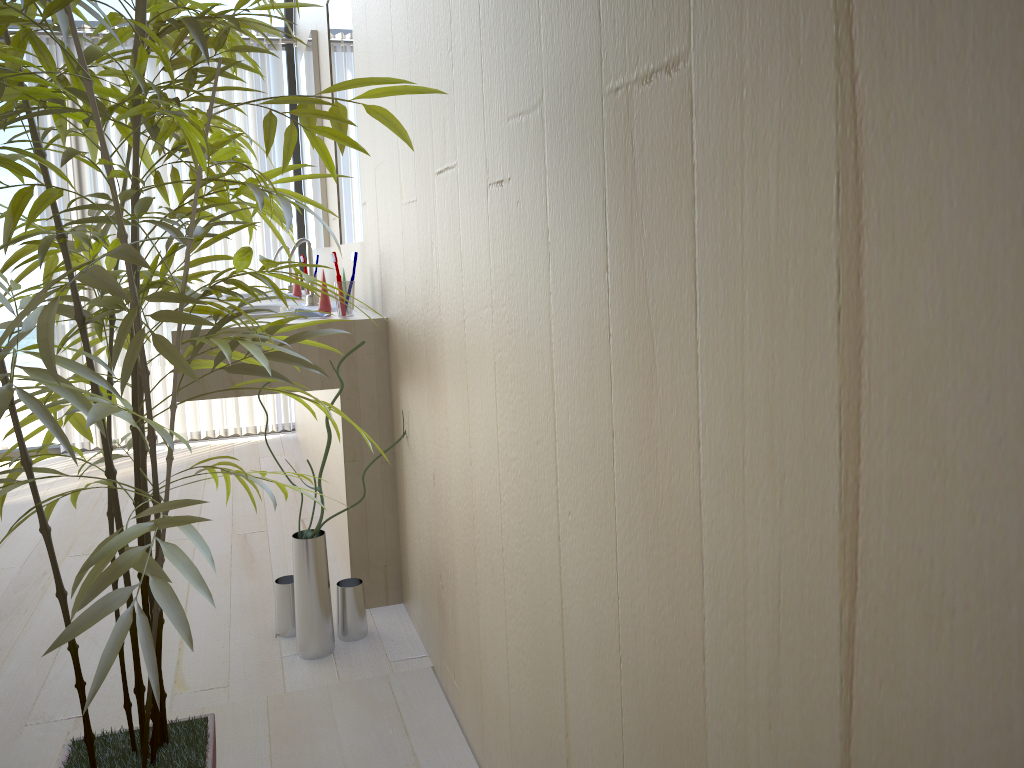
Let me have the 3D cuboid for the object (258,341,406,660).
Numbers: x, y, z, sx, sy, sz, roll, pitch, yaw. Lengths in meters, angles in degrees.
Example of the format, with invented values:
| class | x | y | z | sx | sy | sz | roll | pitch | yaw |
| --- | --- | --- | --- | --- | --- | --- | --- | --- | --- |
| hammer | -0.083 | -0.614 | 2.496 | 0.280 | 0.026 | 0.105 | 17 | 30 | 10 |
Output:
| class | x | y | z | sx | sy | sz | roll | pitch | yaw |
| --- | --- | --- | --- | --- | --- | --- | --- | --- | --- |
| object | -0.404 | 0.264 | 2.187 | 0.408 | 0.745 | 0.275 | -6 | 7 | -29 |

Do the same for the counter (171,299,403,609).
| class | x | y | z | sx | sy | sz | roll | pitch | yaw |
| --- | --- | --- | --- | --- | --- | --- | --- | --- | --- |
| counter | -0.733 | 0.159 | 2.855 | 0.551 | 0.786 | 1.212 | -4 | 8 | -17 |

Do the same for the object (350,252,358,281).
| class | x | y | z | sx | sy | sz | roll | pitch | yaw |
| --- | --- | --- | --- | --- | --- | --- | --- | --- | --- |
| object | -0.443 | -0.272 | 2.413 | 0.054 | 0.174 | 0.012 | -2 | 5 | 8 |

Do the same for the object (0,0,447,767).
| class | x | y | z | sx | sy | sz | roll | pitch | yaw |
| --- | --- | --- | --- | --- | --- | --- | --- | --- | --- |
| object | -0.472 | -0.087 | 1.152 | 0.786 | 1.746 | 0.941 | -2 | 6 | 8 |

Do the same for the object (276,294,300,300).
| class | x | y | z | sx | sy | sz | roll | pitch | yaw |
| --- | --- | --- | --- | --- | --- | --- | --- | --- | --- |
| object | -0.905 | -0.354 | 3.566 | 0.104 | 0.029 | 0.033 | 1 | 8 | 23 |

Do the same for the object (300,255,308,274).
| class | x | y | z | sx | sy | sz | roll | pitch | yaw |
| --- | --- | --- | --- | --- | --- | --- | --- | --- | --- |
| object | -0.825 | -0.427 | 3.537 | 0.012 | 0.177 | 0.050 | 0 | 6 | 22 |

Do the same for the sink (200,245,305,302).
| class | x | y | z | sx | sy | sz | roll | pitch | yaw |
| --- | --- | --- | --- | --- | --- | --- | --- | --- | --- |
| sink | -1.141 | -0.402 | 3.920 | 0.504 | 0.417 | 0.577 | -4 | 8 | -13 |

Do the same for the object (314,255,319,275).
| class | x | y | z | sx | sy | sz | roll | pitch | yaw |
| --- | --- | --- | --- | --- | --- | --- | --- | --- | --- |
| object | -0.799 | -0.431 | 3.562 | 0.054 | 0.174 | 0.012 | -2 | 5 | 8 |

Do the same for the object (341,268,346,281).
| class | x | y | z | sx | sy | sz | roll | pitch | yaw |
| --- | --- | --- | --- | --- | --- | --- | --- | --- | --- |
| object | -0.493 | -0.273 | 2.597 | 0.039 | 0.134 | 0.039 | 0 | 6 | 24 |

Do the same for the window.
| class | x | y | z | sx | sy | sz | roll | pitch | yaw |
| --- | --- | --- | --- | --- | --- | --- | --- | --- | --- |
| window | -3.216 | -0.915 | 3.792 | 4.566 | 2.798 | 0.748 | -5 | 6 | -17 |

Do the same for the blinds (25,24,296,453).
| class | x | y | z | sx | sy | sz | roll | pitch | yaw |
| --- | --- | --- | --- | --- | --- | --- | --- | --- | --- |
| blinds | -1.714 | -0.737 | 4.478 | 1.184 | 2.059 | 0.084 | -4 | 6 | -17 |

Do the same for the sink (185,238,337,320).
| class | x | y | z | sx | sy | sz | roll | pitch | yaw |
| --- | --- | --- | --- | --- | --- | --- | --- | --- | --- |
| sink | -0.785 | -0.242 | 2.771 | 0.504 | 0.417 | 0.577 | -4 | 8 | -13 |

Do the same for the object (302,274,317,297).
| class | x | y | z | sx | sy | sz | roll | pitch | yaw |
| --- | --- | --- | --- | --- | --- | --- | --- | --- | --- |
| object | -0.812 | -0.390 | 3.569 | 0.058 | 0.099 | 0.059 | -3 | 6 | -10 |

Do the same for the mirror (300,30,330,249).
| class | x | y | z | sx | sy | sz | roll | pitch | yaw |
| --- | --- | --- | --- | --- | --- | --- | --- | --- | --- |
| mirror | -0.873 | -1.033 | 3.900 | 0.023 | 0.863 | 0.657 | -4 | 7 | -17 |

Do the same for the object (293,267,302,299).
| class | x | y | z | sx | sy | sz | roll | pitch | yaw |
| --- | --- | --- | --- | --- | --- | --- | --- | --- | --- |
| object | -0.885 | -0.415 | 3.638 | 0.039 | 0.134 | 0.039 | 1 | 6 | 32 |

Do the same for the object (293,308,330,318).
| class | x | y | z | sx | sy | sz | roll | pitch | yaw |
| --- | --- | --- | --- | --- | --- | --- | --- | --- | --- |
| object | -0.549 | -0.194 | 2.417 | 0.104 | 0.029 | 0.033 | 1 | 8 | 23 |

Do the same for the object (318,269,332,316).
| class | x | y | z | sx | sy | sz | roll | pitch | yaw |
| --- | --- | --- | --- | --- | --- | --- | --- | --- | --- |
| object | -0.529 | -0.256 | 2.489 | 0.039 | 0.134 | 0.039 | 0 | 6 | 24 |

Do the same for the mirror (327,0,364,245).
| class | x | y | z | sx | sy | sz | roll | pitch | yaw |
| --- | --- | --- | --- | --- | --- | --- | --- | --- | --- |
| mirror | -0.541 | -0.898 | 2.921 | 0.023 | 0.863 | 0.657 | -4 | 7 | -17 |

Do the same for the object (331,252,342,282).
| class | x | y | z | sx | sy | sz | roll | pitch | yaw |
| --- | --- | --- | --- | --- | --- | --- | --- | --- | --- |
| object | -0.469 | -0.268 | 2.389 | 0.012 | 0.177 | 0.050 | 0 | 6 | 22 |

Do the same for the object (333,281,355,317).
| class | x | y | z | sx | sy | sz | roll | pitch | yaw |
| --- | --- | --- | --- | --- | --- | --- | --- | --- | --- |
| object | -0.456 | -0.231 | 2.420 | 0.058 | 0.099 | 0.059 | -3 | 6 | -7 |

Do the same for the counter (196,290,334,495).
| class | x | y | z | sx | sy | sz | roll | pitch | yaw |
| --- | --- | --- | --- | --- | --- | --- | --- | --- | --- |
| counter | -1.089 | 0.000 | 4.004 | 0.551 | 0.786 | 1.212 | -4 | 8 | -17 |
